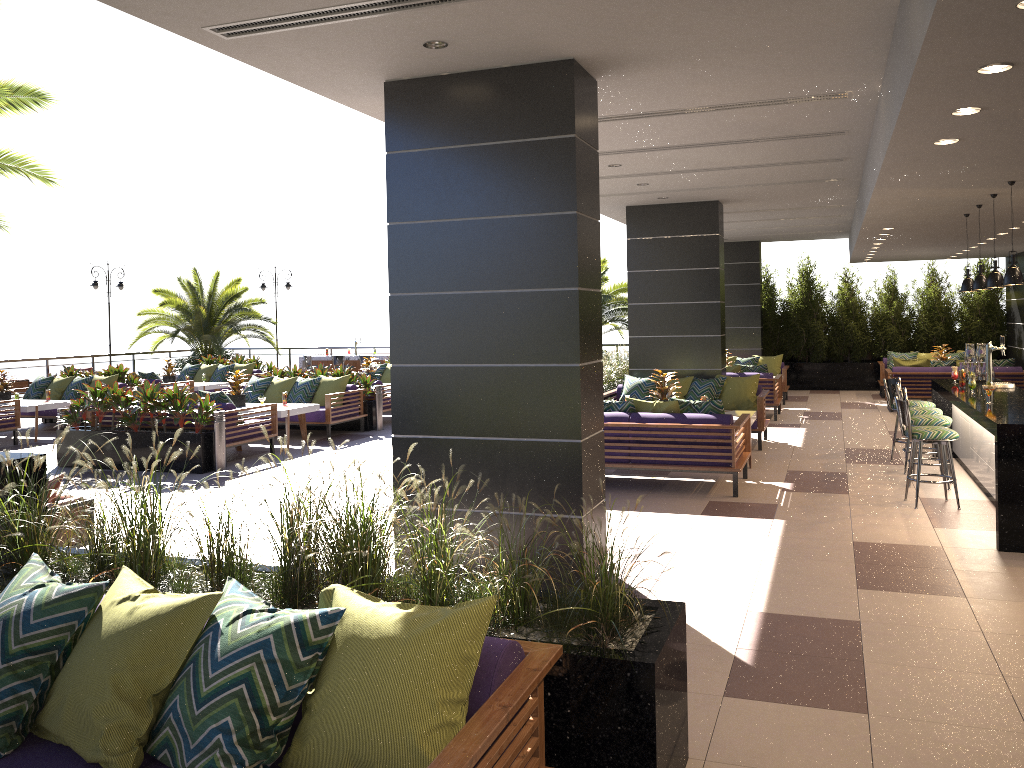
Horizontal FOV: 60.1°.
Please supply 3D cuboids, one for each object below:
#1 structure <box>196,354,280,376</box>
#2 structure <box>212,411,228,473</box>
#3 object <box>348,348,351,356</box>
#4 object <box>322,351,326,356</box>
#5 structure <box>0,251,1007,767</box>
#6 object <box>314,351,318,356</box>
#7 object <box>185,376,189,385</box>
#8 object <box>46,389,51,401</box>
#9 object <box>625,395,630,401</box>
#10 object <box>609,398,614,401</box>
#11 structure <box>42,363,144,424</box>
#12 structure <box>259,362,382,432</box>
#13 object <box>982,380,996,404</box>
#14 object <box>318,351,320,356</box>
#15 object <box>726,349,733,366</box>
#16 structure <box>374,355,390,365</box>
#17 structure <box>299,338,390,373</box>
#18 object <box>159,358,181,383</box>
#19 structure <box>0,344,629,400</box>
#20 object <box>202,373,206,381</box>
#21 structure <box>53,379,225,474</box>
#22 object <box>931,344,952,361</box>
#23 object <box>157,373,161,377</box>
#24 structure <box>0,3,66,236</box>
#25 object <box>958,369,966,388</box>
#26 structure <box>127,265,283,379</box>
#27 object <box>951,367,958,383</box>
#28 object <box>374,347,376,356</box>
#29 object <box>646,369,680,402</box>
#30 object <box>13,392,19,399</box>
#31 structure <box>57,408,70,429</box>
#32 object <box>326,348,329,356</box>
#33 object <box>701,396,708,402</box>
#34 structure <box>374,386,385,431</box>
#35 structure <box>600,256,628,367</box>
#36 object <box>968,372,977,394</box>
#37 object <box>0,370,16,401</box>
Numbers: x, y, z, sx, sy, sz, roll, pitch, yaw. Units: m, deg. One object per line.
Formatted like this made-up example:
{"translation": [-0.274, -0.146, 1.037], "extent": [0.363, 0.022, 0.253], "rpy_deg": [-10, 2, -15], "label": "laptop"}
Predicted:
{"translation": [-6.143, -0.081, 19.484], "extent": [2.250, 1.171, 0.738], "rpy_deg": [0, 2, 21], "label": "structure"}
{"translation": [-3.404, 0.670, 10.322], "extent": [0.100, 0.699, 0.180], "rpy_deg": [-1, 1, 20], "label": "structure"}
{"translation": [-3.934, -0.771, 21.386], "extent": [0.069, 0.181, 0.069], "rpy_deg": [-1, 1, -8], "label": "object"}
{"translation": [-4.678, -0.715, 22.027], "extent": [0.105, 0.209, 0.105], "rpy_deg": [-1, 1, -5], "label": "object"}
{"translation": [2.959, -0.554, 8.657], "extent": [7.815, 3.118, 24.779], "rpy_deg": [0, 4, 20], "label": "structure"}
{"translation": [-4.894, -0.716, 22.102], "extent": [0.105, 0.209, 0.105], "rpy_deg": [-1, 1, -5], "label": "object"}
{"translation": [-6.287, -0.068, 17.141], "extent": [0.067, 0.189, 0.084], "rpy_deg": [-2, 2, -40], "label": "object"}
{"translation": [-7.410, 0.176, 14.144], "extent": [0.067, 0.189, 0.084], "rpy_deg": [-2, 2, -40], "label": "object"}
{"translation": [1.428, 0.230, 10.946], "extent": [0.069, 0.181, 0.069], "rpy_deg": [-1, 1, 3], "label": "object"}
{"translation": [1.164, 0.262, 10.376], "extent": [0.069, 0.211, 0.069], "rpy_deg": [-1, 1, 3], "label": "object"}
{"translation": [-7.480, 0.213, 15.859], "extent": [2.247, 1.171, 0.715], "rpy_deg": [0, 2, 17], "label": "structure"}
{"translation": [-3.203, 0.236, 14.329], "extent": [2.418, 1.172, 0.702], "rpy_deg": [0, 2, 22], "label": "structure"}
{"translation": [4.082, 0.067, 7.571], "extent": [0.106, 0.197, 0.106], "rpy_deg": [-3, 2, -42], "label": "object"}
{"translation": [-4.862, -0.725, 22.212], "extent": [0.105, 0.209, 0.105], "rpy_deg": [-1, 1, -5], "label": "object"}
{"translation": [3.841, -0.372, 16.117], "extent": [0.430, 0.526, 0.425], "rpy_deg": [0, 3, 37], "label": "object"}
{"translation": [-1.885, -0.060, 17.977], "extent": [2.250, 1.171, 0.738], "rpy_deg": [0, 2, 21], "label": "structure"}
{"translation": [-3.020, -0.461, 21.339], "extent": [4.400, 1.327, 0.806], "rpy_deg": [0, 2, 20], "label": "structure"}
{"translation": [-6.826, -0.257, 17.584], "extent": [0.425, 0.526, 0.430], "rpy_deg": [-3, 3, -43], "label": "object"}
{"translation": [-5.526, 0.201, 14.865], "extent": [12.914, 1.057, 17.539], "rpy_deg": [0, 4, 20], "label": "structure"}
{"translation": [-6.182, -0.126, 17.761], "extent": [0.069, 0.211, 0.069], "rpy_deg": [-1, 1, 8], "label": "object"}
{"translation": [-4.515, 0.529, 10.714], "extent": [2.250, 1.171, 0.738], "rpy_deg": [0, 2, 21], "label": "structure"}
{"translation": [7.915, -0.468, 16.265], "extent": [0.430, 0.526, 0.425], "rpy_deg": [0, 3, 37], "label": "object"}
{"translation": [-7.240, -0.123, 18.118], "extent": [0.106, 0.197, 0.106], "rpy_deg": [-2, 2, -37], "label": "object"}
{"translation": [-7.447, -1.963, 9.444], "extent": [4.707, 6.498, 4.750], "rpy_deg": [0, 2, 38], "label": "structure"}
{"translation": [4.647, -0.056, 9.142], "extent": [0.067, 0.189, 0.084], "rpy_deg": [0, 2, 45], "label": "object"}
{"translation": [-7.911, -1.461, 22.973], "extent": [3.801, 3.300, 3.758], "rpy_deg": [-2, 3, -12], "label": "structure"}
{"translation": [4.857, -0.098, 9.710], "extent": [0.069, 0.181, 0.069], "rpy_deg": [-1, 1, -8], "label": "object"}
{"translation": [-3.274, -0.782, 21.146], "extent": [0.069, 0.211, 0.069], "rpy_deg": [-1, 1, 3], "label": "object"}
{"translation": [1.784, 0.089, 10.428], "extent": [0.430, 0.526, 0.425], "rpy_deg": [0, 2, 32], "label": "object"}
{"translation": [-7.551, 0.224, 13.486], "extent": [0.082, 0.197, 0.069], "rpy_deg": [-2, 1, -29], "label": "object"}
{"translation": [-5.634, 0.657, 11.131], "extent": [0.100, 0.699, 0.180], "rpy_deg": [-1, 1, 20], "label": "structure"}
{"translation": [-4.502, -0.778, 21.588], "extent": [0.084, 0.189, 0.067], "rpy_deg": [0, 2, 45], "label": "object"}
{"translation": [2.300, 0.233, 10.592], "extent": [0.084, 0.189, 0.067], "rpy_deg": [0, 2, 45], "label": "object"}
{"translation": [-2.094, 0.377, 13.940], "extent": [0.100, 0.699, 0.180], "rpy_deg": [-1, 1, 20], "label": "structure"}
{"translation": [1.308, -1.413, 19.694], "extent": [3.803, 3.300, 3.755], "rpy_deg": [-3, 3, -27], "label": "structure"}
{"translation": [4.418, -0.015, 8.501], "extent": [0.069, 0.211, 0.069], "rpy_deg": [-1, 1, 3], "label": "object"}
{"translation": [-8.061, 0.032, 14.005], "extent": [0.430, 0.526, 0.425], "rpy_deg": [-3, 3, -38], "label": "object"}
